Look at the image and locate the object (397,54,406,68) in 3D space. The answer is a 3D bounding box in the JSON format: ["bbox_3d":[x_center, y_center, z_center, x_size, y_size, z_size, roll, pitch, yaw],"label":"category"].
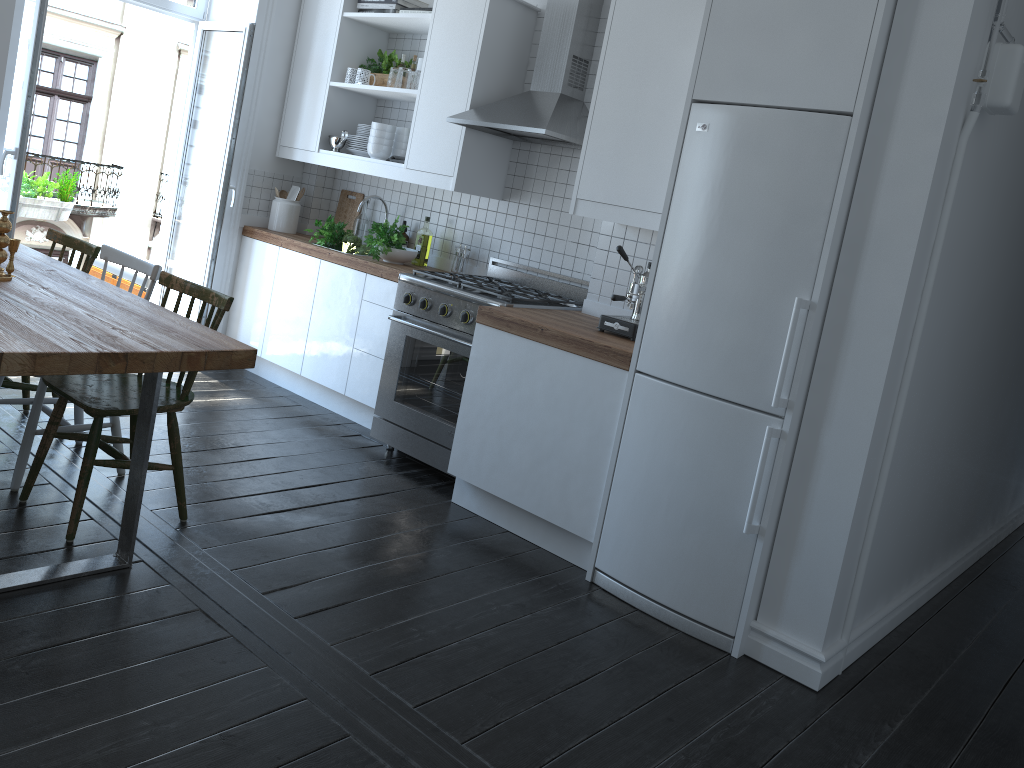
[{"bbox_3d":[-0.654,-1.824,5.174,0.060,0.222,0.060,13,6,22],"label":"object"}]

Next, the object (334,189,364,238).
[{"bbox_3d":[-1.047,-1.059,5.583,0.224,0.326,0.040,17,7,39],"label":"object"}]

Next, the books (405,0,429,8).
[{"bbox_3d":[-0.691,-2.254,5.192,0.331,0.037,0.258,21,15,40],"label":"books"}]

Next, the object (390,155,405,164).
[{"bbox_3d":[-0.563,-1.239,4.931,0.249,0.042,0.277,18,13,31],"label":"object"}]

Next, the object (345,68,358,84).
[{"bbox_3d":[-0.941,-1.815,5.224,0.083,0.099,0.110,12,9,8],"label":"object"}]

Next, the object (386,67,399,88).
[{"bbox_3d":[-0.656,-1.711,4.941,0.085,0.118,0.088,7,8,-28],"label":"object"}]

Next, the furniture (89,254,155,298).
[{"bbox_3d":[-2.691,-0.667,6.359,0.936,0.370,0.399,20,12,38],"label":"furniture"}]

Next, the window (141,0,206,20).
[{"bbox_3d":[-2.219,-2.562,5.001,0.107,0.649,1.178,15,10,38],"label":"window"}]

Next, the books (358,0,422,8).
[{"bbox_3d":[-0.686,-2.218,5.191,0.357,0.030,0.287,20,14,38],"label":"books"}]

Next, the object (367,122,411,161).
[{"bbox_3d":[-0.694,-1.384,5.073,0.152,0.214,0.309,16,11,36],"label":"object"}]

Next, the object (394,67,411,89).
[{"bbox_3d":[-0.602,-1.687,4.875,0.085,0.118,0.088,7,8,-28],"label":"object"}]

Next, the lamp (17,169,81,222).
[{"bbox_3d":[-2.119,-2.007,5.174,2.747,2.482,0.490,18,8,39],"label":"lamp"}]

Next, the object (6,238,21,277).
[{"bbox_3d":[-1.838,-0.463,3.236,0.050,0.137,0.049,16,7,39],"label":"object"}]

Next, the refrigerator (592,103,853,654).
[{"bbox_3d":[0.871,-0.061,3.256,0.585,1.782,0.678,16,7,38],"label":"refrigerator"}]

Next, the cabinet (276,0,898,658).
[{"bbox_3d":[-0.123,-0.767,4.327,3.860,2.344,0.776,20,10,42],"label":"cabinet"}]

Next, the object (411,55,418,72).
[{"bbox_3d":[-0.588,-1.815,5.175,0.057,0.231,0.055,16,7,42],"label":"object"}]

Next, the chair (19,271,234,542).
[{"bbox_3d":[-1.332,0.044,3.073,0.475,0.818,0.484,16,8,37],"label":"chair"}]

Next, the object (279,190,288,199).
[{"bbox_3d":[-1.443,-1.089,5.520,0.060,0.248,0.119,9,6,-21],"label":"object"}]

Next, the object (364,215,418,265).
[{"bbox_3d":[-0.668,-0.806,4.860,0.275,0.266,0.338,16,10,29],"label":"object"}]

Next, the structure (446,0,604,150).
[{"bbox_3d":[0.203,-1.851,4.306,0.643,1.290,0.526,16,8,39],"label":"structure"}]

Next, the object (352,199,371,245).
[{"bbox_3d":[-0.927,-1.000,5.441,0.099,0.314,0.097,16,7,39],"label":"object"}]

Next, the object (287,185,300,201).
[{"bbox_3d":[-1.407,-1.100,5.511,0.065,0.287,0.142,12,6,12],"label":"object"}]

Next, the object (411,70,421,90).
[{"bbox_3d":[-0.510,-1.667,4.867,0.086,0.118,0.087,12,7,8],"label":"object"}]

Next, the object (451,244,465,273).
[{"bbox_3d":[-0.299,-0.695,4.904,0.059,0.171,0.060,7,7,-37],"label":"object"}]

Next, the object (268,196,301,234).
[{"bbox_3d":[-1.421,-1.055,5.506,0.177,0.206,0.173,18,10,43],"label":"object"}]

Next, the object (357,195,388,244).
[{"bbox_3d":[-0.784,-0.932,5.208,0.190,0.349,0.276,13,8,15],"label":"object"}]

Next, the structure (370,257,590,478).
[{"bbox_3d":[-0.169,-0.091,4.356,0.712,1.008,0.720,17,9,38],"label":"structure"}]

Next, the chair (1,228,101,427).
[{"bbox_3d":[-2.071,-0.225,3.674,0.475,0.818,0.484,16,8,37],"label":"chair"}]

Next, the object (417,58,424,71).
[{"bbox_3d":[-0.519,-1.769,5.104,0.084,0.220,0.086,6,8,-44],"label":"object"}]

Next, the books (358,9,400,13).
[{"bbox_3d":[-0.701,-2.152,5.195,0.357,0.043,0.259,21,15,40],"label":"books"}]

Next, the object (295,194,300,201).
[{"bbox_3d":[-1.371,-1.073,5.519,0.051,0.244,0.116,11,6,3],"label":"object"}]

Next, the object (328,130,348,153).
[{"bbox_3d":[-1.024,-1.431,5.192,0.101,0.133,0.214,5,11,-38],"label":"object"}]

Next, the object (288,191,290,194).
[{"bbox_3d":[-1.398,-1.083,5.538,0.120,0.247,0.033,16,7,39],"label":"object"}]

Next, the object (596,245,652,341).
[{"bbox_3d":[0.500,-0.376,3.633,0.209,0.366,0.352,16,9,38],"label":"object"}]

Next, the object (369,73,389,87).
[{"bbox_3d":[-0.737,-1.783,5.256,0.400,0.102,0.153,20,13,38],"label":"object"}]

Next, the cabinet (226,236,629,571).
[{"bbox_3d":[-0.492,-0.103,4.615,0.725,0.804,3.247,4,13,-42],"label":"cabinet"}]

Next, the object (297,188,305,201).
[{"bbox_3d":[-1.362,-1.092,5.510,0.132,0.293,0.056,13,5,19],"label":"object"}]

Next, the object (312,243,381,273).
[{"bbox_3d":[-0.939,-0.724,5.132,0.378,0.110,0.353,20,14,38],"label":"object"}]

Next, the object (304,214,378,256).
[{"bbox_3d":[-0.984,-0.816,5.093,0.471,0.304,0.286,13,8,12],"label":"object"}]

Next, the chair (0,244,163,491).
[{"bbox_3d":[-1.686,-0.101,3.397,0.474,0.833,0.508,16,8,38],"label":"chair"}]

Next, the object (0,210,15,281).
[{"bbox_3d":[-1.822,-0.495,3.137,0.100,0.245,0.103,8,7,-27],"label":"object"}]

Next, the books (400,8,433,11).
[{"bbox_3d":[-0.418,-2.073,4.963,0.347,0.015,0.274,21,15,39],"label":"books"}]

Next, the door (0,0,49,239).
[{"bbox_3d":[-2.627,-1.159,4.501,0.104,2.004,0.596,6,7,-45],"label":"door"}]

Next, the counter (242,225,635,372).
[{"bbox_3d":[-0.452,-0.522,4.539,3.153,0.073,0.845,20,15,38],"label":"counter"}]

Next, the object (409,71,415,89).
[{"bbox_3d":[-0.545,-1.690,4.945,0.086,0.118,0.087,12,7,8],"label":"object"}]

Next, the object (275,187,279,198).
[{"bbox_3d":[-1.462,-1.095,5.506,0.054,0.260,0.150,12,7,13],"label":"object"}]

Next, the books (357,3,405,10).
[{"bbox_3d":[-0.708,-2.191,5.192,0.334,0.030,0.259,20,14,36],"label":"books"}]

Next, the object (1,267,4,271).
[{"bbox_3d":[-1.951,-0.485,3.296,0.103,0.113,0.102,15,9,24],"label":"object"}]

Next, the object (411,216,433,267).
[{"bbox_3d":[-0.505,-0.815,5.021,0.067,0.279,0.066,15,6,34],"label":"object"}]

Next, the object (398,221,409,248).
[{"bbox_3d":[-0.652,-0.851,5.198,0.085,0.228,0.086,12,6,4],"label":"object"}]

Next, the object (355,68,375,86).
[{"bbox_3d":[-0.859,-1.781,5.134,0.110,0.099,0.083,16,9,28],"label":"object"}]

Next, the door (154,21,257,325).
[{"bbox_3d":[-1.908,-1.197,5.372,0.594,2.004,0.104,15,6,33],"label":"door"}]

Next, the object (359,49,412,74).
[{"bbox_3d":[-0.776,-1.888,5.297,0.352,0.251,0.163,16,8,29],"label":"object"}]

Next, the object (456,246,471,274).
[{"bbox_3d":[-0.267,-0.677,4.849,0.059,0.171,0.060,7,7,-37],"label":"object"}]

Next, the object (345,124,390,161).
[{"bbox_3d":[-0.836,-1.440,5.263,0.305,0.192,0.305,19,12,39],"label":"object"}]

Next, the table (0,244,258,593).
[{"bbox_3d":[-2.031,-0.054,3.149,2.266,0.708,1.016,20,13,38],"label":"table"}]

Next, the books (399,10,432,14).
[{"bbox_3d":[-0.428,-2.046,4.958,0.356,0.037,0.260,20,14,37],"label":"books"}]
